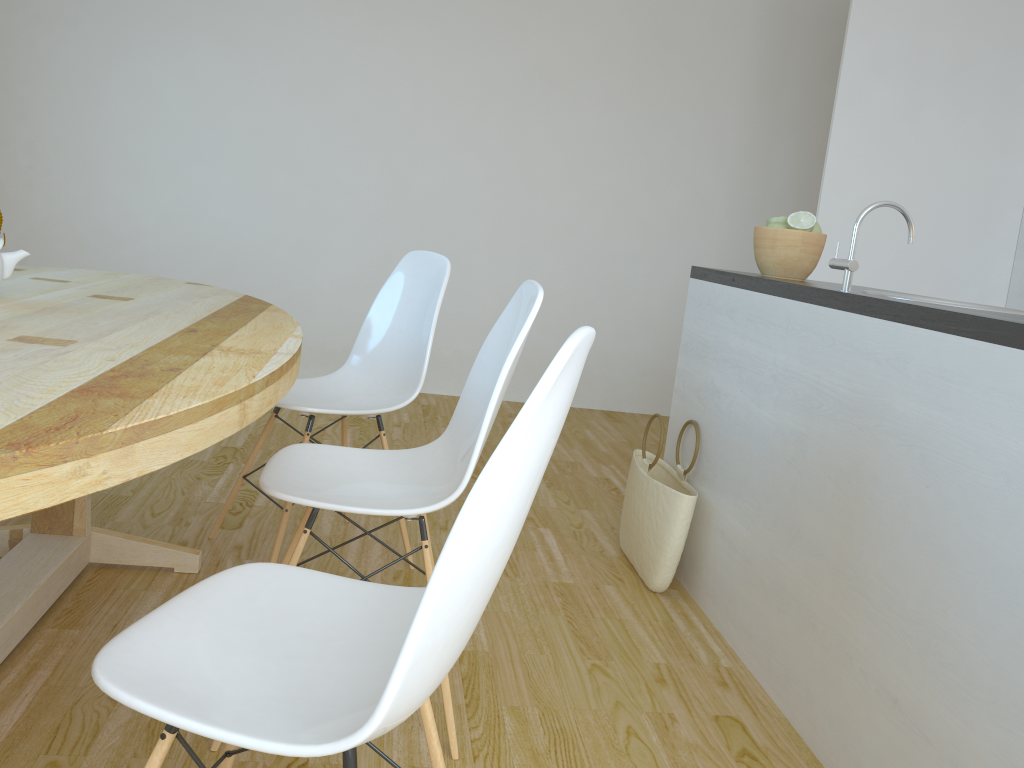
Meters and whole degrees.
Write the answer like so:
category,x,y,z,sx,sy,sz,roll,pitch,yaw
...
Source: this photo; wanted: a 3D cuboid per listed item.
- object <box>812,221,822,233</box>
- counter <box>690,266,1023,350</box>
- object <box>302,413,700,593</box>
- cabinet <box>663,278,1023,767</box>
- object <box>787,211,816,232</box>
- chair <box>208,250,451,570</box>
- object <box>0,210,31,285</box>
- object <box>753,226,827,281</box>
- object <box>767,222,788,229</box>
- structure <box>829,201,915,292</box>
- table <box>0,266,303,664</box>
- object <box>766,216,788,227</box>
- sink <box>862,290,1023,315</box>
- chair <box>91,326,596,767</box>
category,x,y,z,sx,sy,sz,roll,pitch,yaw
object,0.858,-0.434,2.579,0.087,0.098,0.102,9,8,12
counter,1.038,-0.111,1.760,0.600,0.040,2.423,6,10,-9
object,0.042,0.332,2.485,1.188,0.498,0.475,1,10,-30
cabinet,0.980,0.354,1.813,0.600,0.902,2.423,6,10,-9
object,0.821,-0.456,2.512,0.077,0.071,0.074,10,9,16
chair,-0.501,0.049,2.528,0.523,0.895,0.433,1,9,-38
object,-1.067,-0.270,1.741,0.177,0.210,0.148,6,8,-9
object,0.803,-0.379,2.590,0.207,0.141,0.205,15,12,42
object,0.777,-0.427,2.568,0.081,0.085,0.098,-1,11,-43
structure,0.837,-0.318,2.057,0.162,0.213,0.097,6,7,-8
table,-1.032,0.233,1.608,1.192,0.719,2.211,5,10,-10
object,0.798,-0.466,2.640,0.086,0.065,0.084,8,9,3
sink,1.024,-0.115,2.080,0.406,0.156,0.405,13,11,33
chair,-0.225,0.340,1.073,0.524,0.895,0.432,9,7,11
